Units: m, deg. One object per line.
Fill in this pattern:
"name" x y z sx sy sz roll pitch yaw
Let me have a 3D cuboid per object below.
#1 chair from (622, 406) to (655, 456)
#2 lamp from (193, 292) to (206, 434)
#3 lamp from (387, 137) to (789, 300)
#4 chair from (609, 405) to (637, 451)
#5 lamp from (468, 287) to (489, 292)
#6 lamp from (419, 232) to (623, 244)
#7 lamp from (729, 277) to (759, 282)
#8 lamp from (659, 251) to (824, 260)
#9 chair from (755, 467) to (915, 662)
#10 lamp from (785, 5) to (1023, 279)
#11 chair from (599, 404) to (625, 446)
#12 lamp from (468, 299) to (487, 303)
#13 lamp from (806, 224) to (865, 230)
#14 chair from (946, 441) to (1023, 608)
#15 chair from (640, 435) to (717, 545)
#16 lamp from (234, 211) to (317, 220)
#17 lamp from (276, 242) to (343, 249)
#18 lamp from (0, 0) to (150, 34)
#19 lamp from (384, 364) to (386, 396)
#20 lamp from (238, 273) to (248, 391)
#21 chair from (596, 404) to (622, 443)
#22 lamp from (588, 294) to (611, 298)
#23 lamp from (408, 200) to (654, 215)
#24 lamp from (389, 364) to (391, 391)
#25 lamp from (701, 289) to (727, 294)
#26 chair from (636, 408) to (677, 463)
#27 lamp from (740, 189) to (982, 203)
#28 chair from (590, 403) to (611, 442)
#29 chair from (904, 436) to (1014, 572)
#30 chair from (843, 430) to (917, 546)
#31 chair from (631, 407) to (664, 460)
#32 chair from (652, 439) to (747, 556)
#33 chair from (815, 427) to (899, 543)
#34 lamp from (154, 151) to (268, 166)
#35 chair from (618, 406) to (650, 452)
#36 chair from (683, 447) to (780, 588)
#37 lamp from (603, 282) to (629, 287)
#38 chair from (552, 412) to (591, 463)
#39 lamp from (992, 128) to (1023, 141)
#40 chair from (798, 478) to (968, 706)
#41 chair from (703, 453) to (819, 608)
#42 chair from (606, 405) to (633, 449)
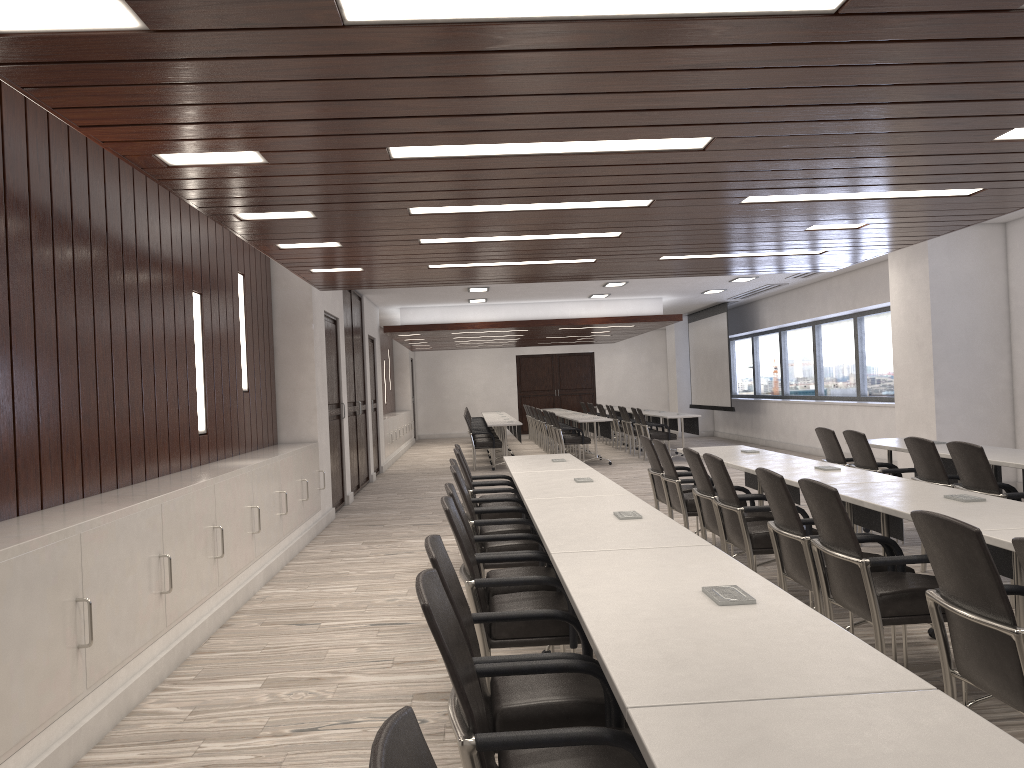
"chair" 2.432 0.880 16.888 0.638 0.939 0.513 -2 0 -2
"lamp" -2.398 -0.153 6.656 0.094 1.058 0.236 -2 0 -3
"lamp" 2.479 -1.439 10.453 1.469 0.552 14.295 -3 0 20
"chair" 2.363 0.891 18.400 0.638 0.939 0.513 -2 0 -2
"lamp" -0.521 -1.515 13.747 0.324 0.120 0.519 -2 0 -3
"lamp" 0.064 -1.100 6.528 1.496 0.045 0.236 -2 0 -3
"lamp" 3.641 -1.695 13.942 0.324 0.120 0.519 -2 0 -3
"lamp" 2.059 -1.179 7.943 1.496 0.045 0.236 -2 0 -3
"chair" 1.524 0.854 4.213 0.638 0.939 0.513 -2 0 -2
"lamp" 3.654 -1.501 8.179 1.499 0.552 12.001 -3 0 14
"chair" 2.303 0.901 19.918 0.638 0.939 0.513 -2 0 -3
"lamp" -0.600 -1.502 15.456 0.324 0.120 0.519 -2 0 -3
"lamp" 2.423 -1.202 6.638 0.421 0.046 0.236 -2 0 -3
"chair" 2.990 0.795 5.277 0.638 0.939 0.513 -2 0 -3
"chair" 1.394 0.875 7.250 0.638 0.939 0.513 -2 0 -4
"lamp" -1.427 -1.041 5.357 0.464 0.045 0.236 -2 0 -3
"lamp" -1.478 -1.033 6.456 0.464 0.045 0.236 -2 0 -3
"lamp" -1.295 -1.062 2.500 0.464 0.045 0.236 -2 0 -3
"lamp" -3.068 -0.049 21.057 0.094 1.058 0.236 -2 0 -3
"lamp" -2.473 -0.461 7.976 0.094 1.058 0.236 -2 0 -3
"chair" 2.285 0.905 20.444 0.638 0.939 0.513 -2 0 -4
"lamp" 1.534 -1.595 15.556 0.324 0.120 0.519 -2 0 -3
"lamp" 0.115 -1.108 5.429 1.496 0.045 0.236 -2 0 -3
"lamp" -3.143 -0.357 22.377 0.094 1.058 0.236 -2 0 -3
"lamp" 3.561 -1.683 15.651 0.324 0.120 0.519 -2 0 -3
"chair" 2.503 0.869 15.365 0.638 0.939 0.513 -2 0 -2
"lamp" 2.172 -1.197 5.525 1.496 0.045 0.236 -2 0 -3
"chair" 2.222 0.913 21.441 0.638 0.939 0.513 -2 0 -3
"chair" 2.960 0.799 5.799 0.638 0.939 0.513 -2 0 -2
"chair" 2.919 0.806 6.794 0.638 0.939 0.513 -2 0 -3
"chair" 2.479 0.873 15.888 0.638 0.939 0.513 -2 0 -3
"chair" 1.416 0.871 6.723 0.638 0.939 0.513 -2 0 -3
"chair" 2.879 0.811 7.315 0.638 0.939 0.513 -2 0 -3
"lamp" -1.366 -1.051 4.038 0.464 0.045 0.236 -2 0 -3
"chair" 2.425 0.883 17.411 0.638 0.939 0.513 -2 0 -4
"chair" 1.456 0.864 5.721 0.638 0.939 0.513 -2 0 -3
"lamp" 1.613 -1.607 13.847 0.324 0.120 0.519 -2 0 -3
"chair" 1.021 0.933 15.292 0.638 0.939 0.513 -2 0 -3
"lamp" 2.535 -1.219 4.221 0.421 0.046 0.236 -2 0 -3
"chair" 1.567 0.849 3.684 0.638 0.939 0.513 -2 0 -4
"chair" 1.478 0.861 5.198 0.638 0.939 0.513 -2 0 -3
"chair" 2.340 0.894 18.924 0.638 0.939 0.513 -2 0 -2
